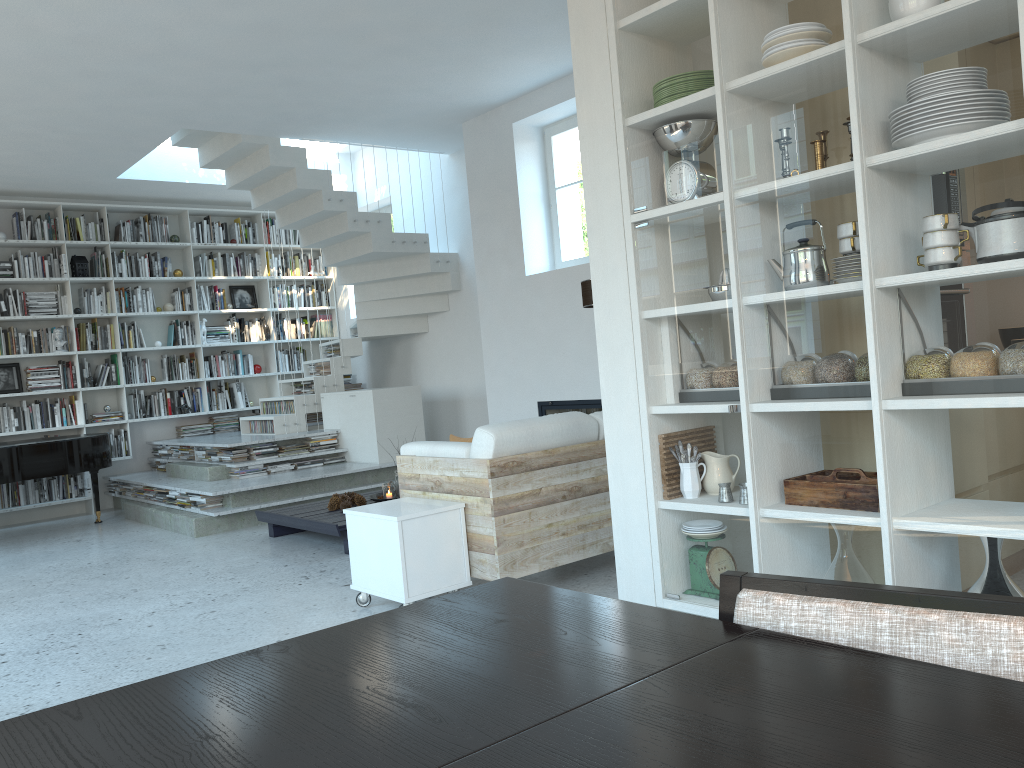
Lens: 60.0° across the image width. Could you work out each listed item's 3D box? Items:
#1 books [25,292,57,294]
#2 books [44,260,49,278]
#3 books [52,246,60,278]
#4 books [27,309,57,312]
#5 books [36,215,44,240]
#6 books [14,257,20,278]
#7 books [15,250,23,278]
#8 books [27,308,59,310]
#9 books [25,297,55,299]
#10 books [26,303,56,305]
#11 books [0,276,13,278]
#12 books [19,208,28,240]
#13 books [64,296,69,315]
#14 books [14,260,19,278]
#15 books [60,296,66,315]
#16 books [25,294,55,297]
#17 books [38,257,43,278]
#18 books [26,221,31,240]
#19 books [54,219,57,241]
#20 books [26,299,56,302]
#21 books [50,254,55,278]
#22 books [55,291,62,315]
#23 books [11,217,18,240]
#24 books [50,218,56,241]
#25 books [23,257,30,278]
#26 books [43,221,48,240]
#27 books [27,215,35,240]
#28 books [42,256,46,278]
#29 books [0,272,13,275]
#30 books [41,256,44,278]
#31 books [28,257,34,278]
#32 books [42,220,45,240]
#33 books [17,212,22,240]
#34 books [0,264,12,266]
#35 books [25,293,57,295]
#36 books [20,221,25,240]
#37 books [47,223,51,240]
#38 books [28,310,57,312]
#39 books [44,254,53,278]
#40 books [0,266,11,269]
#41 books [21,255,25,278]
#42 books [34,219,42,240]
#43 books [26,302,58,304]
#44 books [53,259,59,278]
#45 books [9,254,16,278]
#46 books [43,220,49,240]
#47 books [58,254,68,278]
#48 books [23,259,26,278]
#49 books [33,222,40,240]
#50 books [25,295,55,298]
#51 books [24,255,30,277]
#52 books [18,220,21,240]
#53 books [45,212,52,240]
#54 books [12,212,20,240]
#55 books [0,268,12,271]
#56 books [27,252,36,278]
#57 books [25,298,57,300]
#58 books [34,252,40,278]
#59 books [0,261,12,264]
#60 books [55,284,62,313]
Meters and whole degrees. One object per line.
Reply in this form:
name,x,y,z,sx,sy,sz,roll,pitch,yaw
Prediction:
books,-4.711,-0.901,8.836,0.285,0.012,0.159,-6,2,-37
books,-4.666,-1.129,8.861,0.028,0.188,0.176,-7,2,-39
books,-4.594,-1.211,8.936,0.012,0.334,0.155,-7,2,-39
books,-4.697,-0.731,8.844,0.254,0.012,0.161,-6,2,-40
books,-4.703,-1.535,8.838,0.010,0.270,0.180,-7,2,-39
books,-4.876,-1.125,8.730,0.024,0.223,0.128,-7,2,-39
books,-4.839,-1.158,8.709,0.011,0.284,0.190,-7,2,-39
books,-4.695,-0.743,8.840,0.285,0.012,0.159,-6,2,-42
books,-4.702,-0.852,8.833,0.254,0.012,0.161,-6,2,-34
books,-4.702,-0.791,8.841,0.254,0.012,0.161,-6,2,-38
books,-5.010,-1.028,8.593,0.285,0.012,0.159,-6,2,-36
books,-4.821,-1.554,8.750,0.010,0.331,0.186,-7,2,-39
books,-4.533,-0.784,8.983,0.030,0.205,0.158,-7,2,-39
books,-4.875,-1.106,8.693,0.025,0.187,0.193,-7,2,-39
books,-4.552,-0.778,8.960,0.029,0.198,0.172,-7,2,-39
books,-4.712,-0.877,8.840,0.254,0.012,0.161,-6,2,-39
books,-4.712,-1.142,8.821,0.023,0.223,0.190,-7,2,-39
books,-4.796,-1.496,8.775,0.050,0.211,0.173,-7,2,-39
books,-4.621,-1.532,8.940,0.014,0.244,0.145,-7,2,-39
books,-4.704,-0.827,8.838,0.254,0.012,0.161,-6,2,-37
books,-4.632,-1.170,8.910,0.029,0.261,0.133,-7,2,-39
books,-4.571,-0.804,8.928,0.012,0.254,0.161,-7,2,-39
books,-4.888,-1.504,8.719,0.012,0.245,0.151,-7,2,-39
books,-4.631,-1.530,8.919,0.028,0.244,0.161,-7,2,-39
books,-4.806,-1.128,8.753,0.027,0.216,0.190,-7,2,-39
books,-4.674,-1.504,8.852,0.023,0.202,0.193,-7,2,-39
books,-4.780,-1.528,8.812,0.028,0.270,0.140,-7,2,-39
books,-4.686,-1.148,8.851,0.012,0.230,0.158,-7,2,-39
books,-5.013,-1.065,8.591,0.285,0.012,0.159,-6,2,-42
books,-4.698,-1.147,8.848,0.010,0.230,0.152,-7,2,-39
books,-4.777,-1.133,8.780,0.028,0.219,0.183,-7,2,-39
books,-4.699,-1.509,8.853,0.012,0.217,0.179,-7,2,-39
books,-4.857,-1.532,8.733,0.011,0.296,0.157,-7,2,-39
books,-5.021,-1.143,8.591,0.285,0.024,0.159,-6,2,-37
books,-4.705,-0.890,8.831,0.285,0.012,0.159,-6,2,-44
books,-4.845,-1.490,8.757,0.031,0.208,0.147,-7,2,-39
books,-4.664,-1.507,8.910,0.014,0.204,0.135,-7,2,-39
books,-4.697,-0.718,8.846,0.254,0.012,0.161,-6,2,-39
books,-4.645,-1.162,8.879,0.032,0.248,0.173,-7,2,-39
books,-5.016,-1.119,8.589,0.254,0.025,0.161,-6,2,-43
books,-4.835,-1.136,8.732,0.021,0.237,0.171,-7,2,-39
books,-4.724,-1.517,8.839,0.023,0.236,0.154,-7,2,-39
books,-4.701,-0.803,8.837,0.285,0.012,0.159,-6,2,-36
books,-4.598,-1.144,8.918,0.029,0.202,0.191,-7,2,-39
books,-4.895,-1.138,8.684,0.012,0.254,0.161,-7,2,-39
books,-4.684,-1.520,8.901,0.026,0.234,0.137,-7,2,-39
books,-4.522,-1.168,8.910,0.037,0.237,0.272,-7,2,-39
books,-4.829,-1.120,8.752,0.011,0.204,0.133,-7,2,-39
books,-4.741,-1.498,8.818,0.033,0.203,0.166,-7,2,-39
books,-4.708,-0.865,8.837,0.254,0.012,0.161,-6,2,-37
books,-4.800,-1.143,8.774,0.012,0.244,0.131,-7,2,-39
books,-4.870,-1.516,8.733,0.011,0.267,0.129,-7,2,-39
books,-4.654,-1.561,8.911,0.012,0.308,0.138,-7,2,-39
books,-4.870,-1.529,8.712,0.014,0.292,0.176,-7,2,-39
books,-5.012,-1.094,8.588,0.285,0.024,0.159,-6,2,-34
books,-4.770,-1.162,8.812,0.029,0.273,0.140,-7,2,-39
books,-4.707,-0.839,8.840,0.285,0.012,0.159,-6,2,-40
books,-4.737,-1.163,8.813,0.023,0.269,0.185,-7,2,-39
books,-5.026,-1.167,8.594,0.285,0.024,0.159,-6,2,-39
books,-4.575,-0.836,8.947,0.012,0.319,0.140,-7,2,-39
